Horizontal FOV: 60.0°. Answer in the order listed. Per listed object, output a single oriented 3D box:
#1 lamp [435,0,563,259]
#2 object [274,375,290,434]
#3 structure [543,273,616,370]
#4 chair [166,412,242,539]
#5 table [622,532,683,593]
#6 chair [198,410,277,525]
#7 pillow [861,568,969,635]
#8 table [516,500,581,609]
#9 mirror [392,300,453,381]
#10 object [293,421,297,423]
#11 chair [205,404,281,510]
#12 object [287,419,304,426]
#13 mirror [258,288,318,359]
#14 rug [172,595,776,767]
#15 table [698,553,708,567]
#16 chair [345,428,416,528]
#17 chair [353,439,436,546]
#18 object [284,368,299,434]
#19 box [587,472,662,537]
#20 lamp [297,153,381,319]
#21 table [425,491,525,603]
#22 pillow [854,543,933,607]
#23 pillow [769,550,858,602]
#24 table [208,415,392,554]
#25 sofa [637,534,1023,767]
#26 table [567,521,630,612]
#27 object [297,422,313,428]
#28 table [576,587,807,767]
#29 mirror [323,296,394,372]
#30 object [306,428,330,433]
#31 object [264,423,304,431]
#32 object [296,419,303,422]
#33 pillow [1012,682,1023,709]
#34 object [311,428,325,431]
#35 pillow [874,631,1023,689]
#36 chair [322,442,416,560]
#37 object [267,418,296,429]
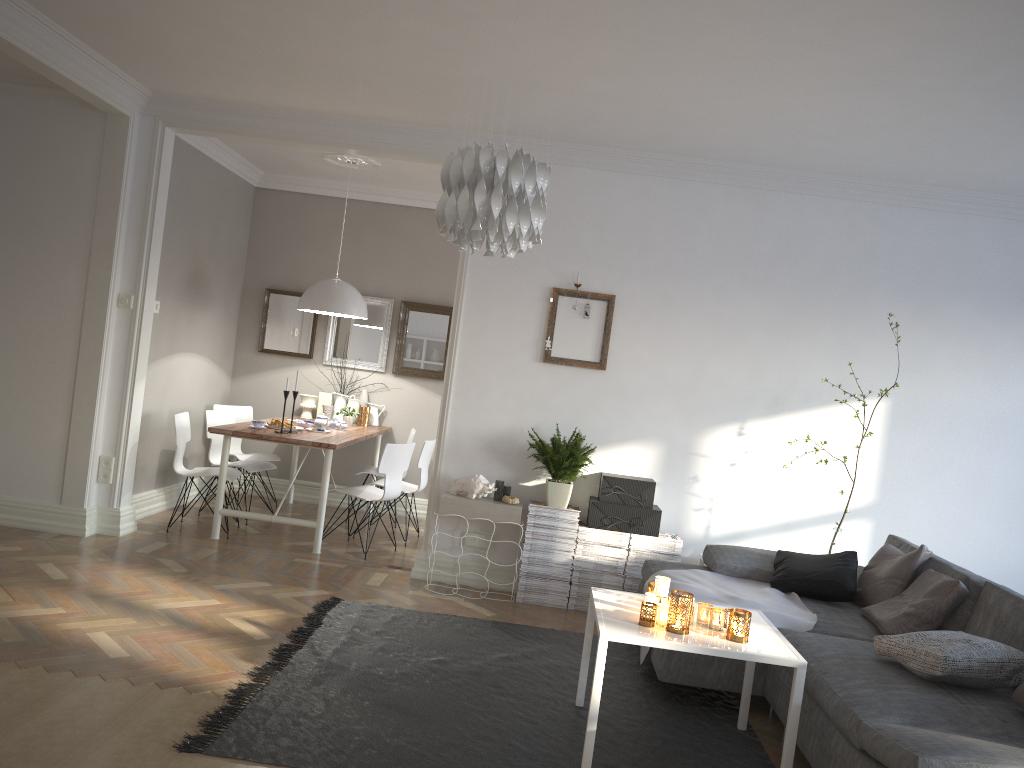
[{"bbox_3d":[-0.015,-0.950,2.858,0.354,1.066,0.355,9,2,45],"label":"lamp"},{"bbox_3d":[-1.538,0.136,6.007,0.095,0.396,0.095,7,2,-2],"label":"object"},{"bbox_3d":[0.421,-0.394,5.482,0.398,0.575,0.053,7,2,0],"label":"structure"},{"bbox_3d":[-2.113,0.618,6.128,0.479,0.786,0.431,7,1,-8],"label":"chair"},{"bbox_3d":[0.831,1.155,5.365,0.327,0.499,0.246,8,1,2],"label":"table"},{"bbox_3d":[-2.070,0.616,6.729,0.479,0.786,0.431,8,1,12],"label":"chair"},{"bbox_3d":[1.816,0.987,4.027,0.337,0.311,0.414,8,1,8],"label":"pillow"},{"bbox_3d":[0.220,1.026,5.389,0.321,0.597,0.246,8,1,2],"label":"table"},{"bbox_3d":[-0.745,-0.371,7.660,0.503,0.637,0.049,8,2,2],"label":"mirror"},{"bbox_3d":[-1.552,0.292,6.534,0.130,0.027,0.028,7,1,-45],"label":"object"},{"bbox_3d":[-2.203,0.592,7.302,0.478,0.786,0.432,8,2,33],"label":"chair"},{"bbox_3d":[-1.640,0.294,6.716,0.129,0.038,0.129,8,1,7],"label":"object"},{"bbox_3d":[-1.937,-0.524,7.717,0.474,0.558,0.052,8,2,2],"label":"mirror"},{"bbox_3d":[-0.025,1.305,3.821,2.111,0.055,2.014,7,1,2],"label":"rug"},{"bbox_3d":[1.331,1.270,5.227,0.437,0.412,0.423,8,1,2],"label":"table"},{"bbox_3d":[-1.074,0.740,7.291,0.479,0.786,0.431,7,1,-8],"label":"chair"},{"bbox_3d":[-0.864,0.775,6.681,0.479,0.786,0.431,8,1,7],"label":"chair"},{"bbox_3d":[-1.499,0.114,6.109,0.095,0.449,0.095,7,2,-2],"label":"object"},{"bbox_3d":[0.687,0.725,5.360,0.419,0.316,0.298,8,1,2],"label":"box"},{"bbox_3d":[-1.288,-1.116,6.723,0.530,1.182,0.530,8,1,10],"label":"lamp"},{"bbox_3d":[-0.210,0.981,5.370,0.553,0.576,0.299,8,1,3],"label":"table"},{"bbox_3d":[1.893,0.963,4.420,0.324,0.403,0.429,7,1,-10],"label":"pillow"},{"bbox_3d":[1.542,0.963,4.525,0.421,0.248,0.402,8,1,23],"label":"pillow"},{"bbox_3d":[-1.559,0.702,6.749,0.853,0.750,1.986,8,1,2],"label":"table"},{"bbox_3d":[1.422,1.147,3.645,1.555,0.773,2.631,8,1,2],"label":"sofa"},{"bbox_3d":[0.519,1.114,5.378,0.327,0.499,0.246,8,1,2],"label":"table"},{"bbox_3d":[-1.539,0.309,6.582,0.129,0.038,0.129,7,1,2],"label":"object"},{"bbox_3d":[0.640,1.155,3.396,0.715,0.504,0.674,8,1,2],"label":"table"},{"bbox_3d":[-1.331,-0.451,7.694,0.544,0.632,0.047,8,2,2],"label":"mirror"},{"bbox_3d":[-1.411,0.340,6.458,0.180,0.014,0.179,7,1,-32],"label":"object"},{"bbox_3d":[-1.632,0.309,6.335,0.287,0.020,0.287,7,1,-10],"label":"object"},{"bbox_3d":[-1.614,0.278,6.732,0.020,0.003,0.194,7,1,-30],"label":"object"},{"bbox_3d":[1.825,0.939,2.819,0.242,0.390,0.426,8,1,3],"label":"pillow"},{"bbox_3d":[-1.405,0.337,6.447,0.100,0.025,0.066,7,1,-21],"label":"object"},{"bbox_3d":[1.629,1.015,3.296,0.406,0.194,0.404,7,1,-11],"label":"pillow"},{"bbox_3d":[-1.001,0.763,6.130,0.478,0.786,0.432,8,1,22],"label":"chair"},{"bbox_3d":[-1.650,0.281,6.324,0.198,0.063,0.188,7,1,-28],"label":"object"}]
